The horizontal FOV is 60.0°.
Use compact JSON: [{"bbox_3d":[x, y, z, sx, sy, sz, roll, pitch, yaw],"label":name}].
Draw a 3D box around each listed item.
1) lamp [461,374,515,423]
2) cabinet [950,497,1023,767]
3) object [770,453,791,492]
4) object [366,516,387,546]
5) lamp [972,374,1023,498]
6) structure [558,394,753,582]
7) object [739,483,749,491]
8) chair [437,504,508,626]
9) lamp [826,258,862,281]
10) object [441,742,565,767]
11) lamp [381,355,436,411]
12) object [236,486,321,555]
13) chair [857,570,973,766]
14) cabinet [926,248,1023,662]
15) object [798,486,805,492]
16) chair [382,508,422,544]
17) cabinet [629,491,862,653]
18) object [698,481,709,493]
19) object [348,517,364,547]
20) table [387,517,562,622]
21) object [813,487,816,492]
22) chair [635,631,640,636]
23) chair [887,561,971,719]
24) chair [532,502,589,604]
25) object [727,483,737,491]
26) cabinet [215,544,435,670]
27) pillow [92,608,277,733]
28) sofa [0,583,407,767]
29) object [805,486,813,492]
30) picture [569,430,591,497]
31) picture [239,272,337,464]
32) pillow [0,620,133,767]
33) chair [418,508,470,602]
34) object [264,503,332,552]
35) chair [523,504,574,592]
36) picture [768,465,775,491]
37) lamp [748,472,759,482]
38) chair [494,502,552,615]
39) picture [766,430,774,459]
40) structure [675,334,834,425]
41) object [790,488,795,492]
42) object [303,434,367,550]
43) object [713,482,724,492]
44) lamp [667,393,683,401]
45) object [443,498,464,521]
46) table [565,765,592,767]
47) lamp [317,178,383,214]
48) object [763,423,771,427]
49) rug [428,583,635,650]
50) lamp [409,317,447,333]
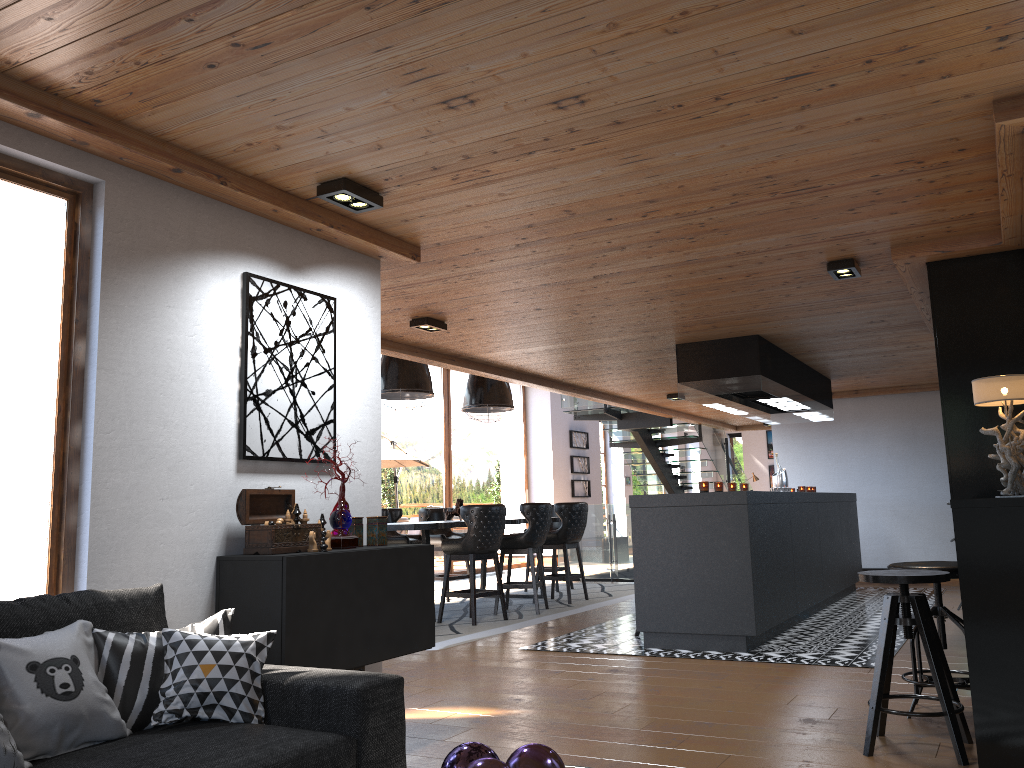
[{"bbox_3d":[-0.333,-1.885,10.457,0.625,4.694,0.616,1,-9,-16],"label":"lamp"},{"bbox_3d":[2.216,0.994,3.793,0.425,1.012,1.639,-7,-10,29],"label":"cabinet"},{"bbox_3d":[2.930,0.984,9.699,0.223,0.453,0.227,-6,-10,29],"label":"object"},{"bbox_3d":[-0.622,0.677,4.080,0.107,0.135,0.097,-5,-9,19],"label":"object"},{"bbox_3d":[2.149,0.231,3.828,0.244,0.517,0.250,-7,-10,32],"label":"lamp"},{"bbox_3d":[0.542,2.781,14.990,9.113,6.411,11.122,-6,-10,29],"label":"structure"},{"bbox_3d":[1.955,0.878,7.463,0.080,0.081,0.078,1,-9,-16],"label":"object"},{"bbox_3d":[-0.326,1.673,8.230,0.561,1.094,0.509,-8,-11,37],"label":"chair"},{"bbox_3d":[1.950,-0.678,5.205,0.153,0.068,0.263,-6,-9,29],"label":"lamp"},{"bbox_3d":[-0.034,0.856,1.887,0.283,0.143,0.265,-4,-9,12],"label":"object"},{"bbox_3d":[-1.124,-2.061,9.071,0.625,4.694,0.616,1,-9,-16],"label":"lamp"},{"bbox_3d":[-0.933,0.544,3.572,0.207,0.271,0.289,-6,-10,29],"label":"object"},{"bbox_3d":[1.660,1.153,3.687,0.389,0.722,0.396,-6,-10,29],"label":"chair"},{"bbox_3d":[4.144,0.761,7.436,0.537,2.385,6.486,-7,-10,29],"label":"cabinet"},{"bbox_3d":[3.089,1.131,9.448,0.079,0.081,0.079,-1,-9,-6],"label":"object"},{"bbox_3d":[-1.278,1.918,9.780,0.565,1.094,0.506,-4,-9,13],"label":"chair"},{"bbox_3d":[2.461,1.598,8.396,0.879,1.106,4.843,-6,-10,29],"label":"cabinet"},{"bbox_3d":[1.408,0.757,6.506,0.080,0.081,0.078,1,-9,-16],"label":"object"},{"bbox_3d":[-0.723,0.668,3.992,0.098,0.135,0.107,3,-10,-29],"label":"object"},{"bbox_3d":[-0.500,1.944,9.488,1.414,0.951,3.830,-6,-9,29],"label":"table"},{"bbox_3d":[3.374,1.194,9.947,0.079,0.081,0.079,-1,-9,-6],"label":"object"},{"bbox_3d":[1.297,1.599,7.242,0.464,0.841,0.543,-7,-10,30],"label":"chair"},{"bbox_3d":[2.073,1.227,4.268,0.436,0.718,0.445,-7,-10,32],"label":"chair"},{"bbox_3d":[0.574,1.860,9.776,0.562,1.094,0.508,-6,-10,27],"label":"chair"},{"bbox_3d":[1.773,0.838,7.144,0.080,0.081,0.078,1,-9,-16],"label":"object"},{"bbox_3d":[-0.747,0.936,3.732,0.354,0.469,0.963,-6,-10,29],"label":"cabinet"},{"bbox_3d":[-0.977,0.857,2.619,0.538,0.346,0.298,0,-9,-10],"label":"pillow"},{"bbox_3d":[-1.066,0.827,1.293,2.066,0.820,3.116,-6,-9,29],"label":"sofa"},{"bbox_3d":[3.280,1.173,9.782,0.079,0.081,0.079,-1,-9,-6],"label":"object"},{"bbox_3d":[1.363,1.602,17.698,0.058,1.315,0.781,-7,-10,29],"label":"picture"},{"bbox_3d":[-0.965,-0.050,3.881,0.020,0.783,0.567,-7,-10,29],"label":"picture"},{"bbox_3d":[-1.294,0.783,2.192,0.281,0.329,0.732,-5,-9,19],"label":"pillow"},{"bbox_3d":[-0.814,2.012,10.462,0.561,1.094,0.509,-8,-11,37],"label":"chair"},{"bbox_3d":[-0.845,0.579,3.580,0.200,0.197,0.358,-9,-11,40],"label":"object"},{"bbox_3d":[0.467,2.077,11.251,0.499,1.094,0.573,-6,-10,28],"label":"chair"},{"bbox_3d":[7.658,2.670,24.841,0.870,0.818,0.036,-6,-10,28],"label":"picture"},{"bbox_3d":[6.232,3.373,24.199,1.337,1.902,0.520,6,-11,-40],"label":"lamp"},{"bbox_3d":[0.138,1.749,8.915,0.565,1.094,0.506,-4,-9,13],"label":"chair"},{"bbox_3d":[7.631,1.686,24.996,0.870,0.818,0.036,-6,-10,28],"label":"picture"},{"bbox_3d":[2.519,0.030,8.804,0.703,0.477,3.279,-6,-9,29],"label":"structure"},{"bbox_3d":[3.322,1.278,10.519,0.080,0.081,0.078,3,-10,-26],"label":"object"},{"bbox_3d":[-0.761,0.461,3.852,0.150,0.505,0.327,-6,-10,28],"label":"object"},{"bbox_3d":[1.591,0.797,6.825,0.080,0.081,0.078,1,-9,-16],"label":"object"},{"bbox_3d":[2.030,0.155,10.981,0.153,0.068,0.263,-6,-9,29],"label":"lamp"},{"bbox_3d":[-0.633,1.362,9.589,0.221,0.254,0.115,0,-9,-9],"label":"object"},{"bbox_3d":[-0.187,1.055,1.595,0.886,0.372,1.537,-6,-10,29],"label":"table"},{"bbox_3d":[-0.686,-0.805,3.767,0.153,0.068,0.263,-6,-9,29],"label":"lamp"},{"bbox_3d":[4.389,0.680,15.111,0.153,0.068,0.263,-6,-9,29],"label":"object"},{"bbox_3d":[-0.274,2.424,9.670,2.524,0.047,5.681,-6,-9,29],"label":"rug"},{"bbox_3d":[-0.600,-0.430,6.376,0.153,0.068,0.263,-6,-9,29],"label":"lamp"}]
